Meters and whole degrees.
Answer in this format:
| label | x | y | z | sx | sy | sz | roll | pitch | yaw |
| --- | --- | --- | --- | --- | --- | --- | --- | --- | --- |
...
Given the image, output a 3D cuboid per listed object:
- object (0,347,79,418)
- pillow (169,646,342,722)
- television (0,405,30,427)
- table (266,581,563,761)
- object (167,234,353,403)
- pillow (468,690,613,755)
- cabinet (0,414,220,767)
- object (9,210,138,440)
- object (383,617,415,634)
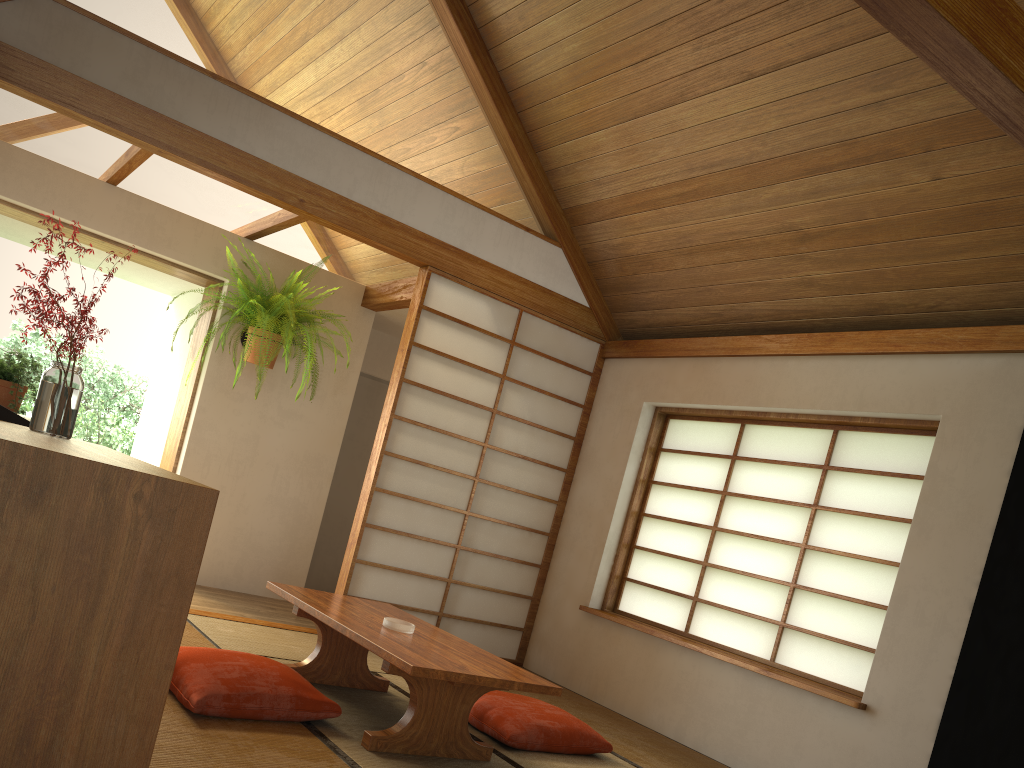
| label | x | y | z | sx | sy | sz | roll | pitch | yaw |
| --- | --- | --- | --- | --- | --- | --- | --- | --- | --- |
| object | -2.026 | 0.020 | 3.410 | 0.509 | 0.375 | 0.563 | 13 | -6 | 18 |
| pillow | -0.935 | 1.007 | 2.999 | 0.533 | 0.148 | 0.591 | 21 | -11 | -38 |
| television | -1.522 | 0.278 | 2.491 | 0.470 | 0.538 | 0.672 | 17 | -5 | -33 |
| table | -0.465 | 1.072 | 3.258 | 0.577 | 0.334 | 1.263 | 19 | -9 | -33 |
| object | -1.498 | -0.347 | 5.579 | 1.220 | 1.127 | 1.108 | 18 | -5 | -39 |
| pillow | 0.033 | 1.372 | 3.615 | 0.534 | 0.131 | 0.590 | 20 | -10 | -33 |
| cabinet | -1.591 | 0.438 | 2.481 | 0.534 | 0.734 | 2.783 | 16 | -8 | -34 |
| object | -1.027 | -0.134 | 1.983 | 0.228 | 0.500 | 0.234 | 15 | 0 | -27 |
| object | -0.417 | 0.890 | 3.226 | 0.124 | 0.030 | 0.115 | 10 | -10 | 31 |
